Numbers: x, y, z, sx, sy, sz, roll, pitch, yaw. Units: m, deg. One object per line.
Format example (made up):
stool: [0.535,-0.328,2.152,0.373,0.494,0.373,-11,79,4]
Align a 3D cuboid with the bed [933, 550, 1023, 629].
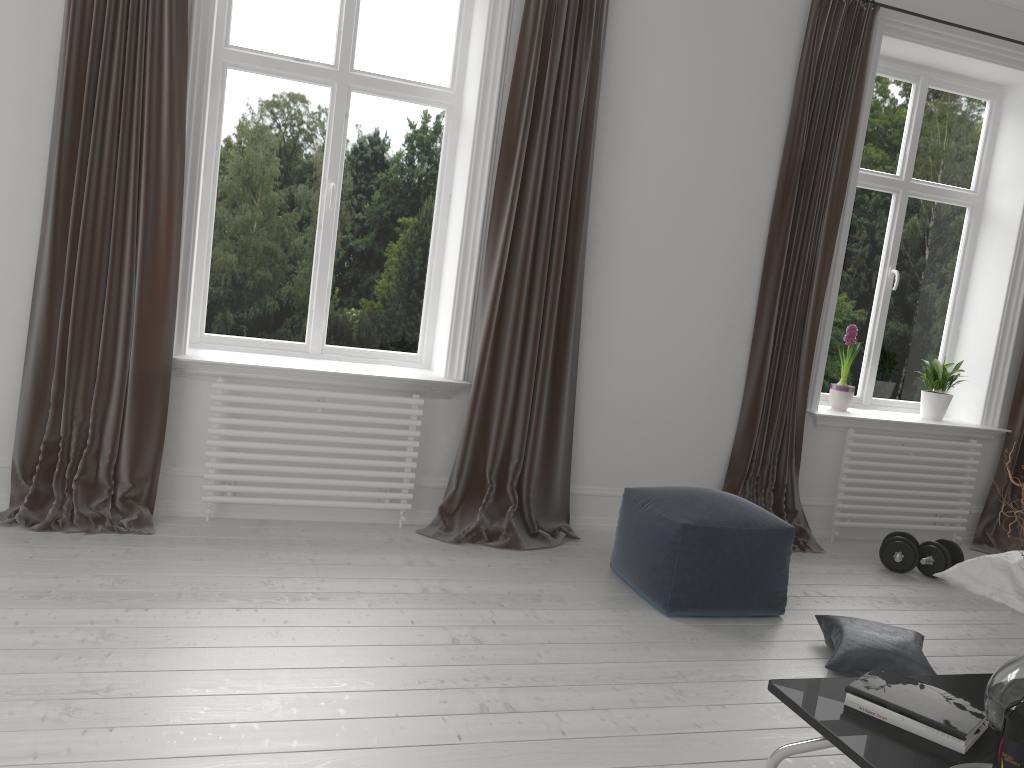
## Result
bed: [3.035,0.811,2.557,2.473,0.926,2.217,5,7,-18]

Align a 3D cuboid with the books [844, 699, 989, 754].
books: [0.916,0.746,2.012,0.259,0.014,0.191,13,9,40]

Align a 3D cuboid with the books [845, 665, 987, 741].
books: [0.923,0.719,2.016,0.257,0.012,0.207,14,9,42]

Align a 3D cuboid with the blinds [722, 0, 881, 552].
blinds: [1.453,-0.514,4.333,0.582,2.681,0.294,6,7,-11]

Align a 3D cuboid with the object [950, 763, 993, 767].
object: [1.044,0.825,1.714,0.395,0.063,0.622,11,8,30]

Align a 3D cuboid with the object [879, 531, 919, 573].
object: [1.902,0.823,4.348,0.179,0.179,0.326,11,8,26]

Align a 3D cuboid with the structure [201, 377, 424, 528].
structure: [-0.859,0.332,3.839,0.887,0.670,0.120,5,7,-18]

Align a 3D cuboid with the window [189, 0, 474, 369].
window: [-0.799,-1.055,4.021,1.112,1.956,0.120,5,7,-19]

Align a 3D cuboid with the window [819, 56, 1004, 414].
window: [2.183,-0.792,5.029,1.112,1.956,0.120,5,7,-19]

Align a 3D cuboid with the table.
table: [1.090,0.952,1.872,0.824,0.313,0.833,5,7,-19]

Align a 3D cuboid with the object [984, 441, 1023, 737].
object: [1.125,0.458,1.883,0.291,0.666,0.313,12,8,34]

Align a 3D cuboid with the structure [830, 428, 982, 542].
structure: [2.124,0.596,4.844,0.887,0.670,0.114,5,7,-18]

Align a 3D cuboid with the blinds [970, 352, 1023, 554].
blinds: [3.105,-0.364,4.857,0.779,2.680,0.327,4,8,-24]

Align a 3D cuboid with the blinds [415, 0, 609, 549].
blinds: [0.126,-0.626,3.836,0.769,2.680,0.318,4,8,-23]

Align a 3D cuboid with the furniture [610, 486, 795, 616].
furniture: [0.765,0.642,3.593,0.646,0.423,0.646,5,7,-17]

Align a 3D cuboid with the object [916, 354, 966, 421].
object: [2.420,0.017,5.038,0.215,0.369,0.284,1,9,-40]

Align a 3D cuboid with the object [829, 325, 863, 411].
object: [1.837,-0.091,4.873,0.129,0.476,0.129,12,8,31]

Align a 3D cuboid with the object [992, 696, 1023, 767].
object: [0.952,0.649,1.644,0.081,0.303,0.081,7,7,-2]

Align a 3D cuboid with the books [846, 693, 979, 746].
books: [0.915,0.731,2.014,0.254,0.014,0.191,13,9,38]

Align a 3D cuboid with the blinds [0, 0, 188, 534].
blinds: [-1.531,-0.775,3.306,0.595,2.681,0.246,6,7,-10]

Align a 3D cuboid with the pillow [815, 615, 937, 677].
pillow: [1.270,0.917,3.080,0.391,0.121,0.381,9,7,12]

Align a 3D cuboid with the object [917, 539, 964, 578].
object: [2.082,0.850,4.323,0.326,0.179,0.179,2,9,-38]
